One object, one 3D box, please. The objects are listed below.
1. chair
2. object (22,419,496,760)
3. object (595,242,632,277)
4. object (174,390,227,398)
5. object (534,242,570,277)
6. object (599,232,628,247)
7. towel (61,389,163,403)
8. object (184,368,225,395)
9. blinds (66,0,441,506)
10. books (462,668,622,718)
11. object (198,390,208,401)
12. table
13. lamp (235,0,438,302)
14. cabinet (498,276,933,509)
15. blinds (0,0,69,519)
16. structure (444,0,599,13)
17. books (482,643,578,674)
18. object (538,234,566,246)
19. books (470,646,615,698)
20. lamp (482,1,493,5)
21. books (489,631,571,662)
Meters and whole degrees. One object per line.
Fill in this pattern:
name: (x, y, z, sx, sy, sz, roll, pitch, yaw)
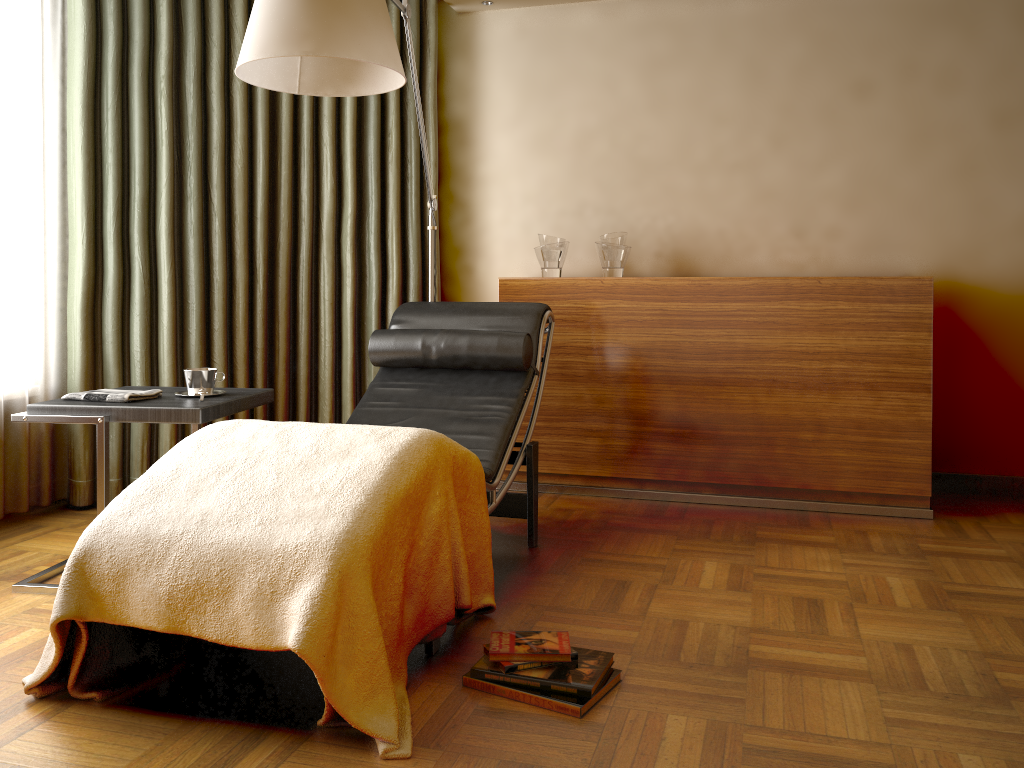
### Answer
chair: (-0.352, 0.168, 2.556, 0.636, 0.795, 1.796, 1, 5, 16)
object: (-0.517, 0.369, 2.055, 0.917, 0.519, 0.912, 2, 5, 17)
object: (0.428, -0.528, 3.741, 0.155, 0.154, 0.156, 1, 3, 7)
object: (-0.947, 0.030, 2.686, 0.150, 0.009, 0.150, 3, 6, 22)
object: (0.171, -0.536, 3.817, 0.156, 0.154, 0.156, -2, 4, -27)
object: (0.428, -0.566, 3.741, 0.122, 0.149, 0.123, 0, 3, -4)
towel: (-1.167, 0.034, 2.603, 0.241, 0.035, 0.179, 2, 6, 20)
object: (-0.945, -0.006, 2.692, 0.098, 0.078, 0.111, 1, 4, 18)
blinds: (-1.018, -0.797, 3.709, 1.533, 2.448, 0.225, -1, 1, -29)
books: (0.066, 0.628, 1.886, 0.280, 0.022, 0.201, 4, 7, 31)
object: (-0.910, 0.033, 2.592, 0.029, 0.019, 0.124, -1, 6, -15)
table: (-1.066, 0.058, 2.675, 0.517, 0.045, 0.501, 1, 6, 8)
lamp: (-0.348, -0.402, 2.841, 0.452, 1.962, 1.419, 1, 3, 20)
cabinet: (0.802, -0.012, 3.684, 1.674, 0.861, 0.417, 2, 2, 16)
blinds: (-2.012, -0.596, 2.348, 0.092, 2.285, 2.204, 0, 3, 16)
structure: (0.761, -1.790, 3.815, 2.179, 0.130, 0.274, 2, 5, 16)
books: (0.039, 0.584, 1.922, 0.173, 0.018, 0.124, -2, 6, -24)
object: (0.171, -0.575, 3.816, 0.122, 0.149, 0.123, 0, 3, -2)
books: (0.069, 0.606, 1.903, 0.265, 0.020, 0.190, 2, 6, 21)
lamp: (0.418, -1.746, 3.905, 1.158, 0.028, 0.050, 2, 5, 16)
books: (0.039, 0.567, 1.914, 0.173, 0.018, 0.124, 0, 6, 1)
